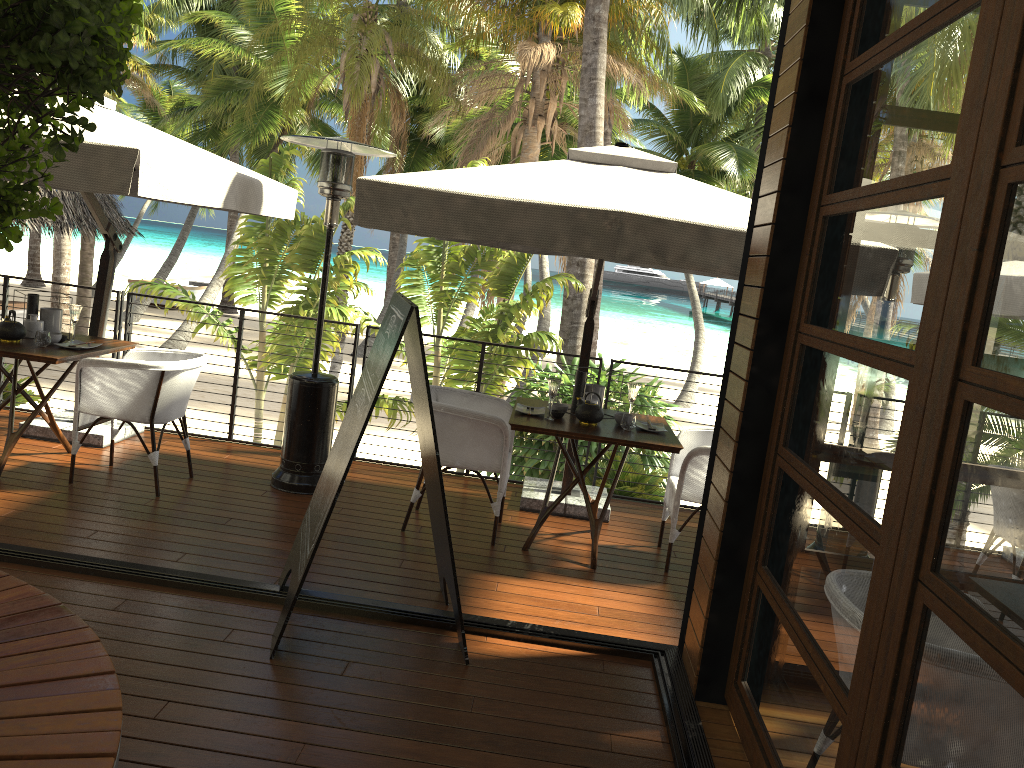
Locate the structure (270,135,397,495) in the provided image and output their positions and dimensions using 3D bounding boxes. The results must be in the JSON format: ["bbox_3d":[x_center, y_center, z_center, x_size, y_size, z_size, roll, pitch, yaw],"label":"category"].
[{"bbox_3d":[-1.188,-0.429,5.519,0.699,2.187,0.701,6,7,-10],"label":"structure"}]

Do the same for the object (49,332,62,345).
[{"bbox_3d":[-2.705,-0.266,5.200,0.116,0.065,0.116,8,8,1],"label":"object"}]

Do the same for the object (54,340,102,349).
[{"bbox_3d":[-2.549,-0.231,5.244,0.170,0.025,0.295,8,8,2],"label":"object"}]

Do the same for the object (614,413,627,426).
[{"bbox_3d":[0.639,0.207,5.061,0.116,0.065,0.116,9,8,6],"label":"object"}]

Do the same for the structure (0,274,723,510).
[{"bbox_3d":[-7.214,-0.716,6.658,26.269,1.150,0.164,8,7,2],"label":"structure"}]

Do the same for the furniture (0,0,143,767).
[{"bbox_3d":[-1.972,-0.161,1.272,2.718,2.716,2.576,3,9,-32],"label":"furniture"}]

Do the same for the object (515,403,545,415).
[{"bbox_3d":[0.104,0.155,5.066,0.170,0.025,0.295,8,8,2],"label":"object"}]

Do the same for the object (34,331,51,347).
[{"bbox_3d":[-2.693,-0.259,5.089,0.086,0.086,0.087,9,8,7],"label":"object"}]

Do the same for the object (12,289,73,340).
[{"bbox_3d":[-2.879,-0.423,5.430,0.263,0.263,0.264,1,10,-42],"label":"object"}]

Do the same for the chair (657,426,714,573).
[{"bbox_3d":[1.214,0.674,5.103,0.617,0.786,0.629,8,8,3],"label":"chair"}]

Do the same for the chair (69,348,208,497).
[{"bbox_3d":[-2.180,0.194,5.244,0.617,0.786,0.629,8,8,3],"label":"chair"}]

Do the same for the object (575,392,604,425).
[{"bbox_3d":[0.442,0.131,5.000,0.163,0.178,0.168,8,8,0],"label":"object"}]

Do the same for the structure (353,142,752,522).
[{"bbox_3d":[0.471,-0.216,5.150,2.414,2.327,2.419,8,8,2],"label":"structure"}]

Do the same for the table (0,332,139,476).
[{"bbox_3d":[-2.933,0.101,5.307,0.931,0.747,0.934,8,8,2],"label":"table"}]

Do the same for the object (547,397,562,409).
[{"bbox_3d":[0.252,0.122,5.212,0.086,0.086,0.087,9,8,7],"label":"object"}]

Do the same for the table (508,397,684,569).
[{"bbox_3d":[0.418,0.575,5.168,0.931,0.747,0.934,8,8,2],"label":"table"}]

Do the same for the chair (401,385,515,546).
[{"bbox_3d":[-0.322,0.453,5.191,0.617,0.786,0.629,8,8,3],"label":"chair"}]

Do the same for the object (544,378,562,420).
[{"bbox_3d":[0.222,0.084,4.931,0.082,0.226,0.082,8,7,3],"label":"object"}]

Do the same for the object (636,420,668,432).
[{"bbox_3d":[0.795,0.242,5.105,0.170,0.025,0.295,8,8,2],"label":"object"}]

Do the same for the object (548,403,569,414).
[{"bbox_3d":[0.264,0.150,5.104,0.116,0.065,0.116,9,8,6],"label":"object"}]

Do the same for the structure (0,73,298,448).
[{"bbox_3d":[-2.870,-0.688,5.289,2.414,2.327,2.419,8,8,2],"label":"structure"}]

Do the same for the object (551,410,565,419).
[{"bbox_3d":[0.258,0.175,5.008,0.080,0.041,0.080,7,8,-6],"label":"object"}]

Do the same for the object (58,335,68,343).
[{"bbox_3d":[-2.702,-0.268,5.301,0.080,0.041,0.080,2,10,-36],"label":"object"}]

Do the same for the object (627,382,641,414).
[{"bbox_3d":[0.703,0.108,5.212,0.082,0.226,0.082,8,7,3],"label":"object"}]

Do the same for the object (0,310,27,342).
[{"bbox_3d":[-2.904,-0.342,5.136,0.168,0.178,0.163,8,8,4],"label":"object"}]

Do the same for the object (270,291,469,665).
[{"bbox_3d":[-0.531,0.331,3.721,0.771,1.393,0.771,6,8,-13],"label":"object"}]

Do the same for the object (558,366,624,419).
[{"bbox_3d":[0.465,0.050,5.291,0.263,0.263,0.264,1,10,-42],"label":"object"}]

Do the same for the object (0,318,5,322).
[{"bbox_3d":[-3.092,-0.351,5.351,0.086,0.086,0.087,9,8,7],"label":"object"}]

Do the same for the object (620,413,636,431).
[{"bbox_3d":[0.650,0.214,4.950,0.086,0.086,0.087,9,8,7],"label":"object"}]

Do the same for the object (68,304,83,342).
[{"bbox_3d":[-2.641,-0.365,5.351,0.082,0.226,0.082,8,7,3],"label":"object"}]
